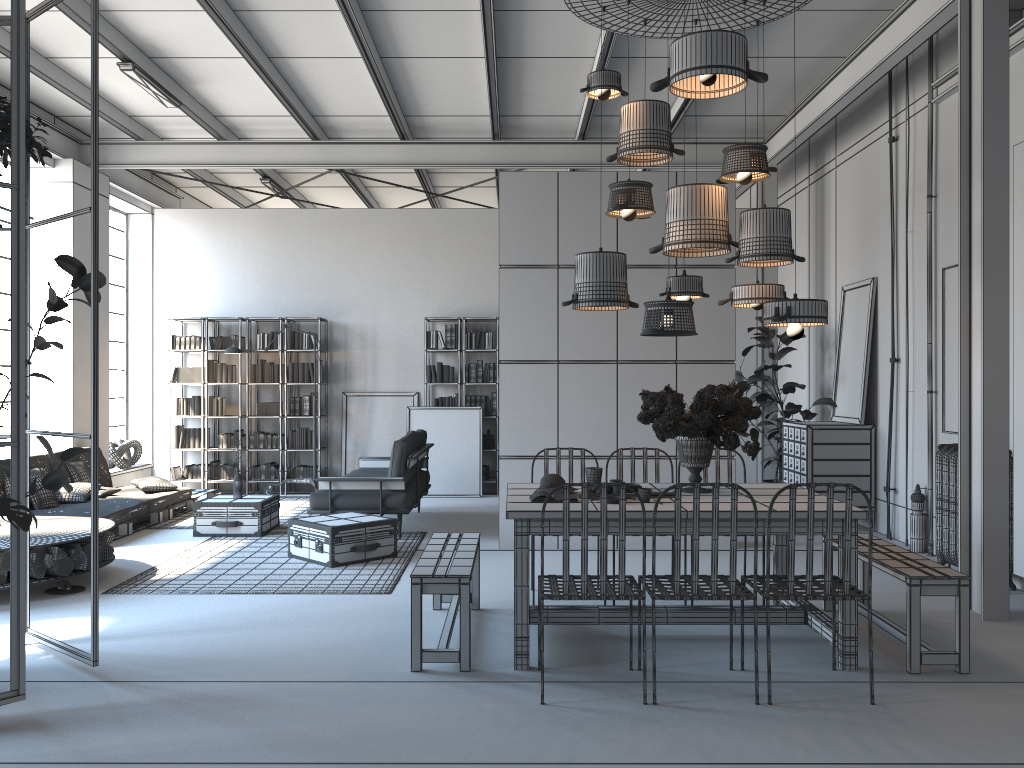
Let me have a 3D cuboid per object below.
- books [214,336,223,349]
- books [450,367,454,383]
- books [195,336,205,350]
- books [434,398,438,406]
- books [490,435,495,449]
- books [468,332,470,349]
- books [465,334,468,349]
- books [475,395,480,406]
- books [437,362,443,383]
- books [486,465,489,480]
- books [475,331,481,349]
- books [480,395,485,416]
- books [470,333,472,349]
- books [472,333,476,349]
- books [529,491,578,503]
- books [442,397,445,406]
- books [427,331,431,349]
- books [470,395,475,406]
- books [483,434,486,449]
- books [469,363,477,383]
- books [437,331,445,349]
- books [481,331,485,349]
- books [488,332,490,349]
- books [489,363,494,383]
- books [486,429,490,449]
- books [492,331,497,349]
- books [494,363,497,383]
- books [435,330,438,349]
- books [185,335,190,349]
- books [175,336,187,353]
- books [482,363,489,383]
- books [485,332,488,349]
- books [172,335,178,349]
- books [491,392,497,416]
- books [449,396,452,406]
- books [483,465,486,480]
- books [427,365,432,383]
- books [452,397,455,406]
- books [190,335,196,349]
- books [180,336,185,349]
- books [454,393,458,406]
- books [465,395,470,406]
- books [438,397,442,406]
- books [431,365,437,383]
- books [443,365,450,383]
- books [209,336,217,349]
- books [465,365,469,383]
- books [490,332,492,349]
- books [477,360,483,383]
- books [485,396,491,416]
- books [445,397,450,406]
[{"bbox_3d":[-4.903,-0.685,14.935,0.116,0.239,0.350,0,0,2],"label":"books"},{"bbox_3d":[-1.012,-0.146,14.945,0.068,0.290,0.213,0,0,0],"label":"books"},{"bbox_3d":[-5.232,-0.671,14.912,0.081,0.254,0.346,0,0,0],"label":"books"},{"bbox_3d":[-1.279,0.387,14.908,0.068,0.298,0.210,0,0,-2],"label":"books"},{"bbox_3d":[-0.334,0.974,14.907,0.080,0.231,0.320,0,0,0],"label":"books"},{"bbox_3d":[-0.722,-0.717,14.931,0.037,0.300,0.225,0,0,0],"label":"books"},{"bbox_3d":[-0.774,-0.703,14.917,0.055,0.277,0.200,0,0,0],"label":"books"},{"bbox_3d":[-0.575,0.368,14.980,0.081,0.344,0.252,0,0,0],"label":"books"},{"bbox_3d":[-1.216,-0.184,14.925,0.085,0.361,0.265,0,0,0],"label":"books"},{"bbox_3d":[-0.412,1.498,14.946,0.052,0.228,0.314,0,0,0],"label":"books"},{"bbox_3d":[-0.567,-0.723,14.893,0.100,0.318,0.231,0,0,-1],"label":"books"},{"bbox_3d":[-0.491,0.368,14.964,0.081,0.344,0.252,0,0,0],"label":"books"},{"bbox_3d":[-0.681,-0.709,14.917,0.025,0.291,0.218,0,0,0],"label":"books"},{"bbox_3d":[-0.643,-0.708,14.917,0.051,0.289,0.209,0,0,0],"label":"books"},{"bbox_3d":[0.290,0.788,6.201,0.324,0.053,0.262,0,0,-2],"label":"books"},{"bbox_3d":[-1.154,0.378,14.924,0.038,0.316,0.218,0,0,-15],"label":"books"},{"bbox_3d":[-1.386,-0.729,14.804,0.068,0.290,0.213,0,0,0],"label":"books"},{"bbox_3d":[-0.659,0.368,14.975,0.081,0.344,0.252,0,0,0],"label":"books"},{"bbox_3d":[-0.457,0.973,14.901,0.062,0.234,0.334,0,0,0],"label":"books"},{"bbox_3d":[-0.656,-0.182,14.888,0.119,0.344,0.252,0,0,0],"label":"books"},{"bbox_3d":[-1.172,-0.728,14.791,0.139,0.298,0.239,0,0,0],"label":"books"},{"bbox_3d":[-0.481,-0.724,14.918,0.074,0.315,0.232,0,0,0],"label":"books"},{"bbox_3d":[-0.382,-0.714,14.917,0.030,0.301,0.244,0,0,0],"label":"books"},{"bbox_3d":[-0.349,-0.182,14.887,0.081,0.344,0.252,0,0,0],"label":"books"},{"bbox_3d":[-0.400,0.932,14.913,0.047,0.317,0.393,0,0,0],"label":"books"},{"bbox_3d":[-0.278,-0.724,14.918,0.108,0.315,0.232,0,0,0],"label":"books"},{"bbox_3d":[-0.264,-0.182,14.903,0.081,0.344,0.252,0,0,0],"label":"books"},{"bbox_3d":[-1.253,-0.735,14.792,0.028,0.307,0.241,0,0,0],"label":"books"},{"bbox_3d":[-5.400,-0.681,14.913,0.081,0.254,0.346,0,0,0],"label":"books"},{"bbox_3d":[-5.568,-0.667,14.913,0.081,0.266,0.354,0,0,0],"label":"books"},{"bbox_3d":[-0.442,-0.181,14.915,0.109,0.348,0.251,0,0,1],"label":"books"},{"bbox_3d":[-0.420,-0.712,14.917,0.046,0.298,0.255,0,0,0],"label":"books"},{"bbox_3d":[-5.634,-0.684,14.923,0.049,0.271,0.369,0,0,0],"label":"books"},{"bbox_3d":[-0.301,0.341,14.990,0.093,0.394,0.288,0,0,0],"label":"books"},{"bbox_3d":[-1.039,0.369,14.929,0.035,0.336,0.246,0,0,-10],"label":"books"},{"bbox_3d":[-0.474,1.493,14.958,0.073,0.241,0.339,0,0,0],"label":"books"},{"bbox_3d":[-1.389,-0.159,14.949,0.074,0.315,0.232,0,0,0],"label":"books"},{"bbox_3d":[-0.998,0.381,14.936,0.039,0.313,0.253,0,0,-13],"label":"books"},{"bbox_3d":[-5.316,-0.687,14.913,0.081,0.254,0.346,0,0,0],"label":"books"},{"bbox_3d":[-5.484,-0.673,14.913,0.081,0.254,0.346,0,0,0],"label":"books"},{"bbox_3d":[-0.933,0.347,14.943,0.063,0.388,0.316,0,0,-10],"label":"books"},{"bbox_3d":[-0.743,0.368,14.967,0.081,0.344,0.252,0,0,0],"label":"books"},{"bbox_3d":[-1.208,0.376,14.915,0.056,0.318,0.221,0,0,-10],"label":"books"},{"bbox_3d":[-1.304,-0.158,14.924,0.100,0.318,0.231,0,0,1],"label":"books"},{"bbox_3d":[-1.109,-0.159,14.949,0.108,0.315,0.232,0,0,0],"label":"books"},{"bbox_3d":[-5.020,-0.680,14.954,0.088,0.227,0.312,0,0,-1],"label":"books"},{"bbox_3d":[-0.763,-0.168,14.892,0.075,0.317,0.231,0,0,0],"label":"books"},{"bbox_3d":[-0.350,-0.718,14.917,0.035,0.309,0.235,0,0,0],"label":"books"},{"bbox_3d":[-0.539,-0.209,14.914,0.093,0.394,0.288,0,0,0],"label":"books"},{"bbox_3d":[-0.398,0.369,14.992,0.109,0.348,0.251,0,0,-1],"label":"books"},{"bbox_3d":[-1.091,0.375,14.927,0.070,0.322,0.234,0,0,-10],"label":"books"}]
